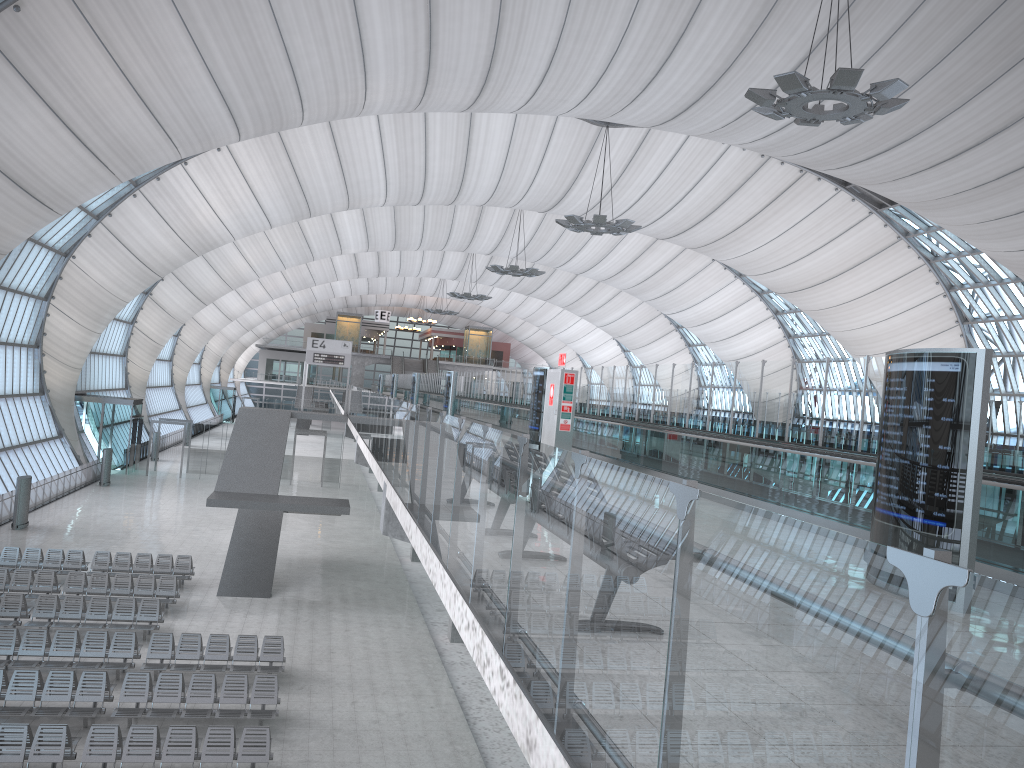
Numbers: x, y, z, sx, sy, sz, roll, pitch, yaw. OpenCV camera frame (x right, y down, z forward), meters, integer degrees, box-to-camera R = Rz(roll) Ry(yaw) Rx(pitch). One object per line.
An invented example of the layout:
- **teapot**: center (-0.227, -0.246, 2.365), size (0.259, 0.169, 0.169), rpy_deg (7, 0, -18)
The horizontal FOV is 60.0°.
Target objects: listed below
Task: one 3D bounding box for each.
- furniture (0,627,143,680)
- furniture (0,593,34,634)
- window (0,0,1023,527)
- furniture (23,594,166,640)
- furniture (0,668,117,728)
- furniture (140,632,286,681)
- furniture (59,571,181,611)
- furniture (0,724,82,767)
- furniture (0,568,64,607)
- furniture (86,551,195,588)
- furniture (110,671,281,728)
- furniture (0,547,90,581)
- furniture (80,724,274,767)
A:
- **furniture**: center (-8.725, 5.251, 17.292), size (2.705, 0.913, 1.572), rpy_deg (5, -1, -12)
- **furniture**: center (-12.054, 4.973, 19.309), size (2.705, 0.913, 1.572), rpy_deg (5, -1, -12)
- **window**: center (-4.107, -3.107, 77.289), size (50.537, 20.004, 167.818), rpy_deg (5, -1, -12)
- **furniture**: center (-9.283, 5.230, 19.904), size (2.705, 0.913, 1.572), rpy_deg (5, -1, -12)
- **furniture**: center (-8.223, 5.270, 14.944), size (2.705, 0.913, 1.572), rpy_deg (5, -1, -12)
- **furniture**: center (-5.954, 5.508, 17.886), size (2.705, 0.913, 1.572), rpy_deg (5, -1, -12)
- **furniture**: center (-9.774, 5.212, 22.201), size (2.705, 0.913, 1.572), rpy_deg (5, -1, -12)
- **furniture**: center (-7.720, 5.288, 12.596), size (2.705, 0.913, 1.572), rpy_deg (5, -1, -12)
- **furniture**: center (-12.545, 4.955, 21.606), size (2.705, 0.913, 1.572), rpy_deg (5, -1, -12)
- **furniture**: center (-10.327, 5.191, 24.783), size (2.705, 0.913, 1.572), rpy_deg (5, -1, -12)
- **furniture**: center (-5.452, 5.526, 15.538), size (2.705, 0.913, 1.572), rpy_deg (5, -1, -12)
- **furniture**: center (-13.098, 4.934, 24.189), size (2.705, 0.913, 1.572), rpy_deg (5, -1, -12)
- **furniture**: center (-4.950, 5.545, 13.190), size (2.705, 0.913, 1.572), rpy_deg (5, -1, -12)
